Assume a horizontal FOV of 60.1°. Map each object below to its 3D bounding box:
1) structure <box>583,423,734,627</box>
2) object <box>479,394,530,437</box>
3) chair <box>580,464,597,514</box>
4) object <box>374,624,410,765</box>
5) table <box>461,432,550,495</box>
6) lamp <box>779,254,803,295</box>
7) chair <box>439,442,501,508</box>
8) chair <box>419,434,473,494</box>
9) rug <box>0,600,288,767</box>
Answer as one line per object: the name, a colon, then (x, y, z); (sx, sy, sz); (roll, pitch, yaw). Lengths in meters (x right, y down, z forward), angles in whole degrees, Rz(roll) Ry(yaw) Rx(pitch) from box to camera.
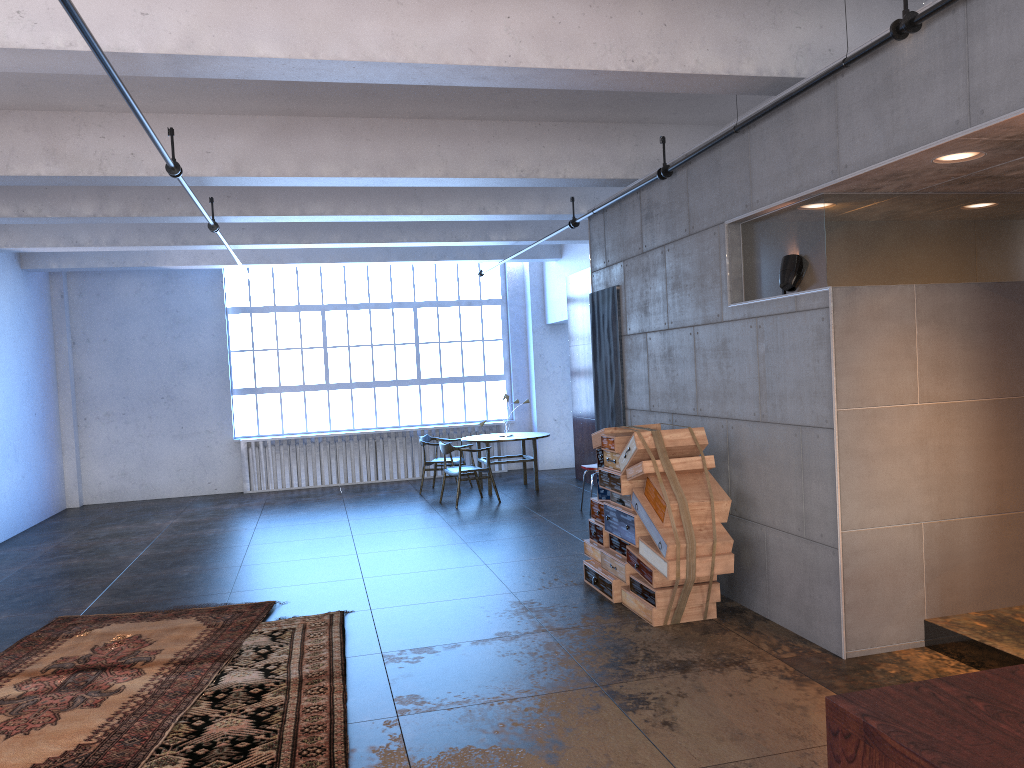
structure: (0.986, 0.958, 6.629); (0.644, 1.316, 1.893); (-4, 2, -13)
object: (-0.104, 0.450, 12.992); (0.781, 0.625, 0.237); (-3, 2, -12)
chair: (1.169, 1.052, 10.740); (0.662, 0.989, 0.423); (-4, 2, -14)
object: (2.347, 1.768, 2.241); (19.936, 0.001, 26.918); (-3, 1, -13)
table: (-0.071, 1.191, 13.035); (1.286, 0.852, 1.332); (-2, 2, 30)
lamp: (1.762, -0.683, 5.557); (0.216, 0.259, 0.168); (-4, 2, -32)
chair: (-0.596, 1.187, 11.917); (0.684, 0.865, 0.715); (-4, 2, -27)
chair: (-1.008, 1.185, 13.247); (0.667, 0.865, 0.733); (-3, 2, 13)
rug: (-2.620, 1.797, 5.424); (1.882, 0.048, 3.509); (-3, 1, -4)
